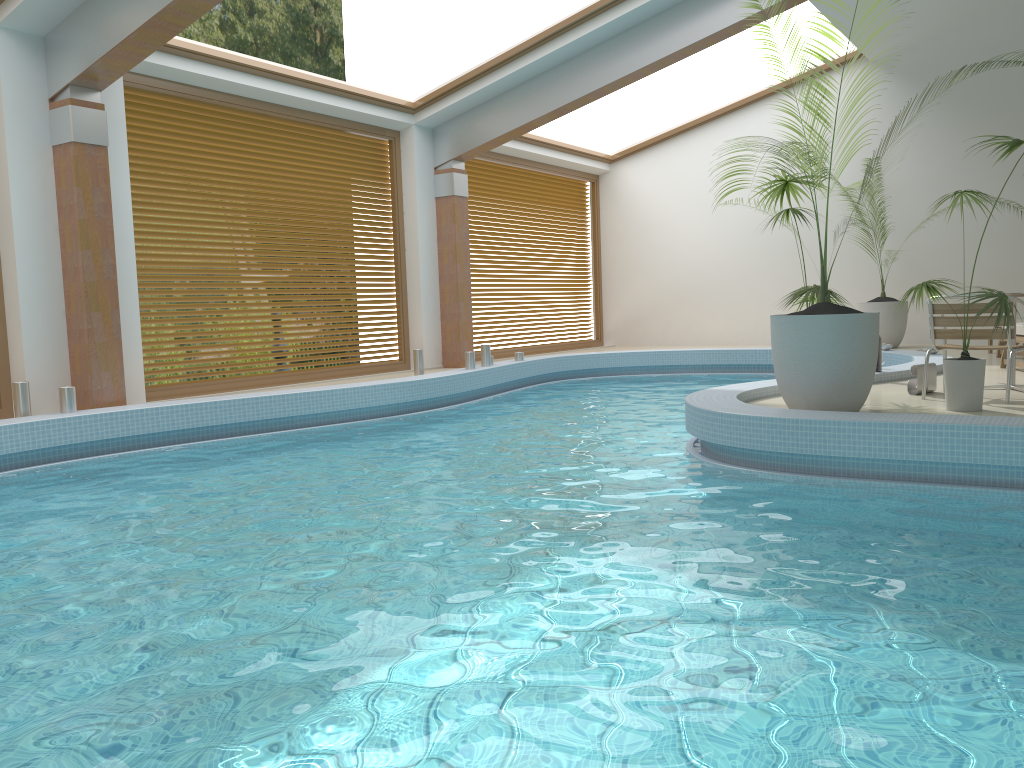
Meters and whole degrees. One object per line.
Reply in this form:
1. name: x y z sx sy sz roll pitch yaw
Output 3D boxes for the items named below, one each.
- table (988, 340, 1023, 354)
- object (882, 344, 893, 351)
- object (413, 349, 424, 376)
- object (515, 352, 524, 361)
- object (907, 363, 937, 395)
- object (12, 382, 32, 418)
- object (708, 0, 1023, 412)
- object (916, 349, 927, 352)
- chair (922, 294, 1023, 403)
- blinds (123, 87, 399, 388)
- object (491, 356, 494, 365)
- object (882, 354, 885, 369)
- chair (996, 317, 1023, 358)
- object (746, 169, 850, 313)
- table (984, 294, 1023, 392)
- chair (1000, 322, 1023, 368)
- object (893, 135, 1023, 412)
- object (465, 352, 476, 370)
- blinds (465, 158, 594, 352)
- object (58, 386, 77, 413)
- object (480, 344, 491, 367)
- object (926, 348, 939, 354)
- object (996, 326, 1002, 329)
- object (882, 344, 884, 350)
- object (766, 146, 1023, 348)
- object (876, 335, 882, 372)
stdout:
1. table: 5.849 -0.486 10.464 0.283 0.255 0.320 -2 5 -4
2. object: 4.476 -0.435 10.603 0.140 0.069 0.140 -2 5 3
3. object: -1.052 -0.230 10.021 0.115 0.320 0.115 -3 5 -8
4. object: 0.091 -0.347 11.200 0.115 0.107 0.115 -3 5 -8
5. object: 3.087 -0.041 6.676 0.272 0.223 0.081 -6 6 -36
6. object: -3.761 0.147 6.809 0.115 0.320 0.115 -3 5 -8
7. object: 2.037 -1.301 5.751 2.729 2.960 2.979 -6 6 -39
8. object: 4.961 -0.383 10.723 0.140 0.069 0.140 -2 5 3
9. chair: 3.292 -0.272 6.266 0.563 0.727 0.618 -7 7 -44
10. blinds: -2.667 -1.472 9.749 0.095 2.921 4.200 1 6 33
11. object: -0.278 -0.282 10.599 0.115 0.107 0.115 -3 5 -8
12. object: 3.333 -0.207 8.056 0.102 0.137 0.102 2 7 42
13. chair: 6.371 -0.736 9.588 1.903 0.866 0.861 -2 5 -4
14. object: 2.130 -0.737 6.585 0.791 1.695 1.059 0 5 21
15. table: 3.788 -0.320 6.724 0.700 0.720 0.700 -6 6 -37
16. chair: 5.566 -0.569 8.001 1.903 0.866 0.861 -1 5 12
17. object: 2.947 -0.679 5.580 0.791 1.695 1.059 -4 5 -21
18. object: -0.470 -0.263 9.959 0.115 0.194 0.115 -4 5 -16
19. blinds: 0.180 -1.950 14.061 0.095 2.921 4.414 1 6 33
20. object: -3.384 0.116 6.755 0.115 0.204 0.115 -4 5 -16
21. object: -0.306 -0.333 10.355 0.115 0.254 0.115 -4 5 -16
22. object: 4.603 -0.361 9.697 0.140 0.069 0.140 -2 5 3
23. object: 5.796 -0.688 10.537 0.102 0.137 0.102 -6 7 -42
24. object: 4.495 -0.452 10.785 0.140 0.069 0.140 -2 5 3
25. object: 5.223 -1.970 12.121 2.979 2.960 2.729 -2 5 -2
26. object: 3.177 -0.326 7.751 0.109 0.435 0.109 -4 5 -22
